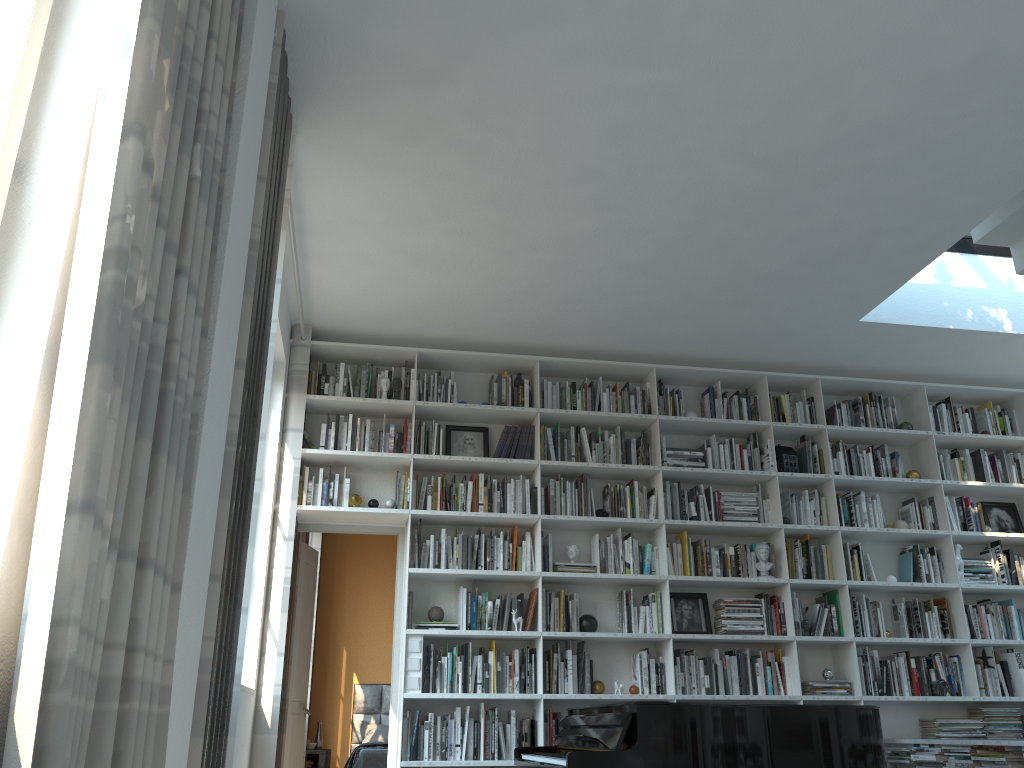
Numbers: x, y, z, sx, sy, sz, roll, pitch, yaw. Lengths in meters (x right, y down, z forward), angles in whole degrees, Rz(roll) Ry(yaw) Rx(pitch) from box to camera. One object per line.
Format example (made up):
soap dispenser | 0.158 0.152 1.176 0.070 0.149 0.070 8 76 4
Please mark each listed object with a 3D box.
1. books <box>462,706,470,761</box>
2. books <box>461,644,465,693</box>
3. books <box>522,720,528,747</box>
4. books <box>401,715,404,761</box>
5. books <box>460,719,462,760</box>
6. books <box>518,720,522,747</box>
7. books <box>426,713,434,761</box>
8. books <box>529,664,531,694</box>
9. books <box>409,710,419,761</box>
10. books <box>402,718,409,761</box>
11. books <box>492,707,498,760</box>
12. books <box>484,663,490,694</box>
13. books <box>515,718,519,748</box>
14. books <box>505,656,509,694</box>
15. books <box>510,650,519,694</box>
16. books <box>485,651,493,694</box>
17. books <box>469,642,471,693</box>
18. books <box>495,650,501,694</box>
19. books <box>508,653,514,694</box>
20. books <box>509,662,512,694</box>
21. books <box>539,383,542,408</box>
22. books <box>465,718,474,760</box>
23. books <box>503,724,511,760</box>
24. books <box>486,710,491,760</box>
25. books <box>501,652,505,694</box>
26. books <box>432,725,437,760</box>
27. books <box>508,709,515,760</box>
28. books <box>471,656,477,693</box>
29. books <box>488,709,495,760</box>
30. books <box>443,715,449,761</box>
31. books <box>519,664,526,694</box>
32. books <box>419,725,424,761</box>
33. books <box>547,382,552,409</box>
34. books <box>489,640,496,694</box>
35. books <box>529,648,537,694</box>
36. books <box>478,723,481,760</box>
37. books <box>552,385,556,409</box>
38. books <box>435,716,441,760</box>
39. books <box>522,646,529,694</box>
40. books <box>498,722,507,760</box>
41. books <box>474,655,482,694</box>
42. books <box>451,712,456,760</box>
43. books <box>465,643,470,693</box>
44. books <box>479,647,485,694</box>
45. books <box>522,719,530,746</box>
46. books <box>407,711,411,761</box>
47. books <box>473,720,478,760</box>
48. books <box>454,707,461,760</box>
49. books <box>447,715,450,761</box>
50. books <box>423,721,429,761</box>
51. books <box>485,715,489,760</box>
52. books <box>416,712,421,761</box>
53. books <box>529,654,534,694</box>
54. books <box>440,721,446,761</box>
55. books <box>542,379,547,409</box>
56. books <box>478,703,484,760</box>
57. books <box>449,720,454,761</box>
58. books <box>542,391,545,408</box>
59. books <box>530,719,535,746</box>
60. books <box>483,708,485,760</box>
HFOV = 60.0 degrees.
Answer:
books | -0.290 2.121 5.390 0.039 0.306 0.173 3 -21 -9
books | -0.307 1.787 5.546 0.009 0.298 0.142 3 -21 -9
books | 0.067 2.175 5.420 0.023 0.227 0.191 3 -21 -9
books | -0.668 2.129 5.338 0.012 0.253 0.161 3 -21 -9
books | -0.318 2.161 5.391 0.012 0.231 0.149 3 -21 -9
books | 0.033 2.189 5.455 0.030 0.226 0.141 3 -21 -9
books | -0.498 2.128 5.352 0.029 0.265 0.172 3 -21 -9
books | 0.097 1.864 5.591 0.023 0.186 0.131 3 -21 -9
books | -0.594 2.112 5.335 0.052 0.282 0.173 3 -21 -9
books | -0.645 2.132 5.326 0.029 0.238 0.155 3 -21 -9
books | -0.107 2.138 5.426 0.013 0.300 0.173 3 -21 -9
books | -0.168 1.838 5.516 0.029 0.181 0.191 3 -21 -9
books | 0.019 2.169 5.422 0.011 0.238 0.175 3 -21 -9
books | -0.045 1.831 5.563 0.025 0.228 0.153 3 -21 -9
books | 0.014 1.811 5.561 0.021 0.264 0.186 3 -21 -9
books | -0.143 1.810 5.543 0.026 0.253 0.177 3 -21 -9
books | -0.274 1.777 5.530 0.012 0.305 0.190 3 -21 -9
books | -0.096 1.806 5.542 0.028 0.259 0.182 3 -21 -9
books | -0.005 1.825 5.571 0.010 0.245 0.160 3 -21 -9
books | -0.022 1.850 5.563 0.023 0.193 0.140 3 -21 -9
books | 0.180 0.129 6.241 0.029 0.236 0.157 3 -21 -9
books | -0.259 2.162 5.403 0.031 0.238 0.132 3 -21 -9
books | -0.031 2.196 5.440 0.030 0.202 0.142 3 -21 -9
books | -0.144 2.150 5.433 0.013 0.283 0.139 3 -21 -9
books | -0.069 1.815 5.549 0.028 0.248 0.159 3 -21 -9
books | -0.475 2.168 5.364 0.025 0.199 0.137 3 -21 -9
books | -0.003 2.155 5.452 0.025 0.286 0.131 3 -21 -9
books | -0.249 1.821 5.538 0.045 0.229 0.138 3 -21 -9
books | -0.125 2.144 5.426 0.022 0.289 0.138 3 -21 -9
books | -0.403 2.136 5.360 0.013 0.256 0.190 3 -21 -9
books | 0.054 1.859 5.570 0.041 0.181 0.142 3 -21 -9
books | -0.549 2.163 5.347 0.024 0.197 0.149 3 -21 -9
books | 0.254 0.127 6.261 0.031 0.253 0.146 3 -21 -9
books | -0.121 1.779 5.556 0.021 0.321 0.172 3 -21 -9
books | 0.131 1.822 5.609 0.024 0.279 0.136 3 -21 -9
books | -0.209 2.178 5.402 0.013 0.208 0.155 3 -21 -9
books | 0.281 0.144 6.255 0.023 0.219 0.182 3 -21 -9
books | -0.453 2.149 5.380 0.022 0.247 0.134 3 -21 -9
books | 0.084 1.805 5.575 0.014 0.285 0.180 3 -21 -9
books | -0.072 2.181 5.419 0.059 0.215 0.178 3 -21 -9
books | -0.211 1.817 5.528 0.027 0.229 0.159 3 -21 -9
books | -0.358 2.141 5.397 0.013 0.272 0.146 3 -21 -9
books | -0.287 1.775 5.515 0.019 0.299 0.180 3 -21 -9
books | -0.190 1.794 5.539 0.014 0.281 0.151 3 -21 -9
books | 0.085 2.186 5.459 0.026 0.235 0.141 3 -21 -9
books | -0.623 2.110 5.321 0.011 0.276 0.190 3 -21 -9
books | -0.230 2.169 5.401 0.028 0.224 0.135 3 -21 -9
books | -0.337 2.128 5.398 0.027 0.298 0.143 3 -21 -9
books | -0.391 2.137 5.357 0.010 0.251 0.178 3 -21 -9
books | -0.523 2.145 5.334 0.022 0.219 0.188 3 -21 -9
books | -0.165 2.161 5.422 0.029 0.253 0.153 3 -21 -9
books | -0.566 2.126 5.357 0.010 0.272 0.150 3 -21 -9
books | 0.118 1.831 5.579 0.010 0.239 0.175 3 -21 -9
books | -0.423 2.150 5.349 0.028 0.222 0.189 3 -21 -9
books | 0.224 0.121 6.279 0.021 0.278 0.141 3 -21 -9
books | -0.193 2.117 5.405 0.014 0.324 0.171 3 -21 -9
books | -0.375 2.154 5.368 0.028 0.228 0.158 3 -21 -9
books | 0.204 0.161 6.249 0.024 0.182 0.134 3 -21 -9
books | 0.114 2.187 5.454 0.030 0.229 0.152 3 -21 -9
books | -0.181 2.135 5.410 0.012 0.294 0.177 3 -21 -9
